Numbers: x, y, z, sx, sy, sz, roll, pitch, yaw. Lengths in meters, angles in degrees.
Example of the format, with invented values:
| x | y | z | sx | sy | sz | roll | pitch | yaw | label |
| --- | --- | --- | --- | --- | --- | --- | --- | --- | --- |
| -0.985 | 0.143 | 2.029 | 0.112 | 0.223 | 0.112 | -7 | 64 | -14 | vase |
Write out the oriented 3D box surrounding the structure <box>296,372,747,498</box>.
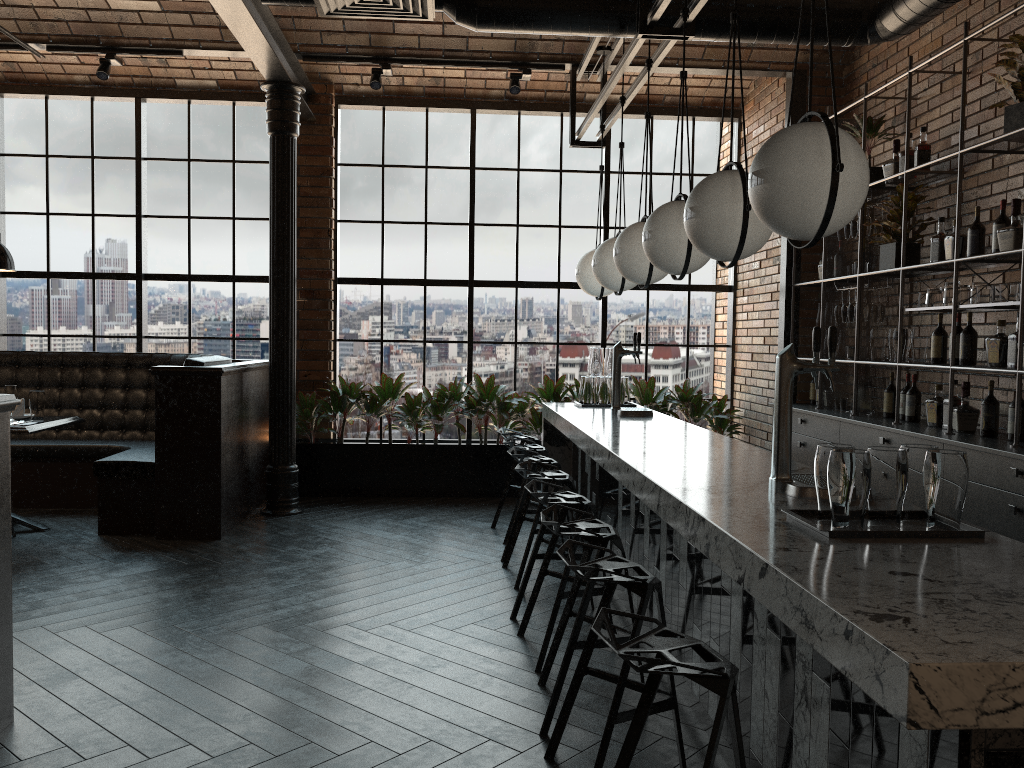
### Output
| x | y | z | sx | sy | sz | roll | pitch | yaw | label |
| --- | --- | --- | --- | --- | --- | --- | --- | --- | --- |
| 0.058 | 0.440 | 7.828 | 4.107 | 1.072 | 0.757 | 1 | 3 | -5 | structure |

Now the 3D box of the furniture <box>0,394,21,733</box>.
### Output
| x | y | z | sx | sy | sz | roll | pitch | yaw | label |
| --- | --- | --- | --- | --- | --- | --- | --- | --- | --- |
| -4.374 | 0.600 | 1.950 | 5.451 | 1.212 | 1.979 | 1 | 3 | -4 | furniture |

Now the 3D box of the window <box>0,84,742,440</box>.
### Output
| x | y | z | sx | sy | sz | roll | pitch | yaw | label |
| --- | --- | --- | --- | --- | --- | --- | --- | --- | --- |
| -5.989 | -0.992 | 7.734 | 16.179 | 3.253 | 0.168 | 1 | 3 | -4 | window |

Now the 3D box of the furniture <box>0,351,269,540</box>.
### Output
| x | y | z | sx | sy | sz | roll | pitch | yaw | label |
| --- | --- | --- | --- | --- | --- | --- | --- | --- | --- |
| -4.694 | 0.354 | 6.666 | 5.451 | 1.212 | 1.979 | 1 | 3 | -4 | furniture |

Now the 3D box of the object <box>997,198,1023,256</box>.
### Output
| x | y | z | sx | sy | sz | roll | pitch | yaw | label |
| --- | --- | --- | --- | --- | --- | --- | --- | --- | --- |
| 2.525 | -0.787 | 4.448 | 0.123 | 0.279 | 0.123 | 0 | 3 | -15 | object |

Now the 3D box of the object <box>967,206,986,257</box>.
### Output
| x | y | z | sx | sy | sz | roll | pitch | yaw | label |
| --- | --- | --- | --- | --- | --- | --- | --- | --- | --- |
| 2.527 | -0.816 | 4.824 | 0.086 | 0.298 | 0.086 | 4 | 4 | 45 | object |

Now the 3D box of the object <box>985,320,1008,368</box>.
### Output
| x | y | z | sx | sy | sz | roll | pitch | yaw | label |
| --- | --- | --- | --- | --- | --- | --- | --- | --- | --- |
| 2.522 | -0.207 | 4.579 | 0.094 | 0.248 | 0.151 | 0 | 3 | -15 | object |

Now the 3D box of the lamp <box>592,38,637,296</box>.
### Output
| x | y | z | sx | sy | sz | roll | pitch | yaw | label |
| --- | --- | --- | --- | --- | --- | --- | --- | --- | --- |
| 0.678 | -1.428 | 5.487 | 0.340 | 1.754 | 0.340 | 4 | 4 | 42 | lamp |

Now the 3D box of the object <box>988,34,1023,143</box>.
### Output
| x | y | z | sx | sy | sz | roll | pitch | yaw | label |
| --- | --- | --- | --- | --- | --- | --- | --- | --- | --- |
| 2.587 | -1.482 | 4.411 | 0.430 | 0.526 | 0.425 | 1 | 3 | -2 | object |

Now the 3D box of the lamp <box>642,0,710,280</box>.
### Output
| x | y | z | sx | sy | sz | roll | pitch | yaw | label |
| --- | --- | --- | --- | --- | --- | --- | --- | --- | --- |
| 0.778 | -1.352 | 4.027 | 0.340 | 1.754 | 0.340 | 4 | 4 | 42 | lamp |

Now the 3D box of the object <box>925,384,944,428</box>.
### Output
| x | y | z | sx | sy | sz | roll | pitch | yaw | label |
| --- | --- | --- | --- | --- | --- | --- | --- | --- | --- |
| 2.478 | 0.127 | 5.157 | 0.094 | 0.248 | 0.151 | 0 | 3 | -15 | object |

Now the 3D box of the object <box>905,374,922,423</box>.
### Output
| x | y | z | sx | sy | sz | roll | pitch | yaw | label |
| --- | --- | --- | --- | --- | --- | --- | --- | --- | --- |
| 2.467 | 0.086 | 5.446 | 0.086 | 0.298 | 0.086 | 4 | 4 | 45 | object |

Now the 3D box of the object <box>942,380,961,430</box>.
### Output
| x | y | z | sx | sy | sz | roll | pitch | yaw | label |
| --- | --- | --- | --- | --- | --- | --- | --- | --- | --- |
| 2.490 | 0.117 | 5.002 | 0.083 | 0.282 | 0.083 | 1 | 3 | -4 | object |

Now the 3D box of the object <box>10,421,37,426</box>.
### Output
| x | y | z | sx | sy | sz | roll | pitch | yaw | label |
| --- | --- | --- | --- | --- | --- | --- | --- | --- | --- |
| -3.252 | 0.257 | 5.865 | 0.157 | 0.019 | 0.255 | 1 | 3 | -3 | object |

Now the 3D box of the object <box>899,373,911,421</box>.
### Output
| x | y | z | sx | sy | sz | roll | pitch | yaw | label |
| --- | --- | --- | --- | --- | --- | --- | --- | --- | --- |
| 2.483 | 0.079 | 5.566 | 0.086 | 0.298 | 0.086 | 4 | 4 | 45 | object |

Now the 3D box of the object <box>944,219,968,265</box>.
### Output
| x | y | z | sx | sy | sz | roll | pitch | yaw | label |
| --- | --- | --- | --- | --- | --- | --- | --- | --- | --- |
| 2.501 | -0.800 | 4.995 | 0.094 | 0.248 | 0.151 | 1 | 3 | 0 | object |

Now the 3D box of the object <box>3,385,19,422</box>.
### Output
| x | y | z | sx | sy | sz | roll | pitch | yaw | label |
| --- | --- | --- | --- | --- | --- | --- | --- | --- | --- |
| -3.420 | 0.131 | 6.054 | 0.092 | 0.244 | 0.092 | -2 | 4 | -43 | object |

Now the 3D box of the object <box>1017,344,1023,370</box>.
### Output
| x | y | z | sx | sy | sz | roll | pitch | yaw | label |
| --- | --- | --- | --- | --- | --- | --- | --- | --- | --- |
| 2.529 | -0.207 | 4.286 | 0.123 | 0.279 | 0.123 | 1 | 3 | 10 | object |

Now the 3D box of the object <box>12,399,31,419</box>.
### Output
| x | y | z | sx | sy | sz | roll | pitch | yaw | label |
| --- | --- | --- | --- | --- | --- | --- | --- | --- | --- |
| -3.533 | 0.175 | 6.298 | 0.232 | 0.139 | 0.232 | 0 | 3 | -10 | object |

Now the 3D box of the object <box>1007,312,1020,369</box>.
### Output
| x | y | z | sx | sy | sz | roll | pitch | yaw | label |
| --- | --- | --- | --- | --- | --- | --- | --- | --- | --- |
| 2.534 | -0.217 | 4.425 | 0.083 | 0.282 | 0.083 | 1 | 3 | -4 | object |

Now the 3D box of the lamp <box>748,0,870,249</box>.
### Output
| x | y | z | sx | sy | sz | roll | pitch | yaw | label |
| --- | --- | --- | --- | --- | --- | --- | --- | --- | --- |
| 0.878 | -1.276 | 2.567 | 0.340 | 1.754 | 0.340 | 4 | 4 | 42 | lamp |

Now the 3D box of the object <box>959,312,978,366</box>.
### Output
| x | y | z | sx | sy | sz | roll | pitch | yaw | label |
| --- | --- | --- | --- | --- | --- | --- | --- | --- | --- |
| 2.507 | -0.248 | 4.866 | 0.086 | 0.297 | 0.086 | 4 | 4 | 45 | object |

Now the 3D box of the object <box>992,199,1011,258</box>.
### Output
| x | y | z | sx | sy | sz | roll | pitch | yaw | label |
| --- | --- | --- | --- | --- | --- | --- | --- | --- | --- |
| 2.537 | -0.805 | 4.590 | 0.086 | 0.298 | 0.086 | 4 | 4 | 45 | object |

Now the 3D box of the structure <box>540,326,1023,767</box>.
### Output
| x | y | z | sx | sy | sz | roll | pitch | yaw | label |
| --- | --- | --- | --- | --- | --- | --- | --- | --- | --- |
| 1.370 | 0.474 | 4.056 | 1.930 | 1.430 | 5.346 | 1 | 3 | -4 | structure |

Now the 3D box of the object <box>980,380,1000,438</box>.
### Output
| x | y | z | sx | sy | sz | roll | pitch | yaw | label |
| --- | --- | --- | --- | --- | --- | --- | --- | --- | --- |
| 2.491 | 0.128 | 4.619 | 0.086 | 0.297 | 0.086 | 3 | 3 | 30 | object |

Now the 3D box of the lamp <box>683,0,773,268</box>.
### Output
| x | y | z | sx | sy | sz | roll | pitch | yaw | label |
| --- | --- | --- | --- | --- | --- | --- | --- | --- | --- |
| 0.828 | -1.314 | 3.297 | 0.340 | 1.754 | 0.340 | 4 | 4 | 42 | lamp |

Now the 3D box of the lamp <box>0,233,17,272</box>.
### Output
| x | y | z | sx | sy | sz | roll | pitch | yaw | label |
| --- | --- | --- | --- | --- | --- | --- | --- | --- | --- |
| -3.507 | -1.595 | 5.960 | 0.291 | 1.653 | 0.291 | 3 | 4 | 41 | lamp |

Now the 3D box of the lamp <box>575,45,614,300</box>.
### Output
| x | y | z | sx | sy | sz | roll | pitch | yaw | label |
| --- | --- | --- | --- | --- | --- | --- | --- | --- | --- |
| 0.628 | -1.466 | 6.217 | 0.340 | 1.754 | 0.340 | 4 | 4 | 42 | lamp |

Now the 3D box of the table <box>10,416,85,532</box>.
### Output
| x | y | z | sx | sy | sz | roll | pitch | yaw | label |
| --- | --- | --- | --- | --- | --- | --- | --- | --- | --- |
| -3.552 | 0.629 | 6.084 | 0.872 | 0.758 | 0.872 | 1 | 3 | -4 | table |

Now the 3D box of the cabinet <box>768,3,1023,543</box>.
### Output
| x | y | z | sx | sy | sz | roll | pitch | yaw | label |
| --- | --- | --- | --- | --- | --- | --- | --- | --- | --- |
| 2.430 | -0.693 | 5.438 | 0.564 | 3.779 | 7.075 | 1 | 3 | -4 | cabinet |

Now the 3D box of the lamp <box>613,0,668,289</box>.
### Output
| x | y | z | sx | sy | sz | roll | pitch | yaw | label |
| --- | --- | --- | --- | --- | --- | --- | --- | --- | --- |
| 0.728 | -1.390 | 4.757 | 0.340 | 1.754 | 0.340 | 4 | 4 | 42 | lamp |

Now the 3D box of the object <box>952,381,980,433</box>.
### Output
| x | y | z | sx | sy | sz | roll | pitch | yaw | label |
| --- | --- | --- | --- | --- | --- | --- | --- | --- | --- |
| 2.485 | 0.126 | 4.863 | 0.123 | 0.279 | 0.123 | 1 | 3 | 10 | object |

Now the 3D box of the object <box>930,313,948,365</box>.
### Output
| x | y | z | sx | sy | sz | roll | pitch | yaw | label |
| --- | --- | --- | --- | --- | --- | --- | --- | --- | --- |
| 2.489 | -0.263 | 5.163 | 0.086 | 0.299 | 0.086 | 4 | 4 | 45 | object |

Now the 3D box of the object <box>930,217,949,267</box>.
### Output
| x | y | z | sx | sy | sz | roll | pitch | yaw | label |
| --- | --- | --- | --- | --- | --- | --- | --- | --- | --- |
| 2.491 | -0.826 | 5.154 | 0.083 | 0.282 | 0.083 | 0 | 3 | -19 | object |

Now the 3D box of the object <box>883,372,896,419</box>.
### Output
| x | y | z | sx | sy | sz | roll | pitch | yaw | label |
| --- | --- | --- | --- | --- | --- | --- | --- | --- | --- |
| 2.447 | 0.072 | 5.721 | 0.086 | 0.299 | 0.086 | 4 | 4 | 45 | object |

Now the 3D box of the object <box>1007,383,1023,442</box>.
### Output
| x | y | z | sx | sy | sz | roll | pitch | yaw | label |
| --- | --- | --- | --- | --- | --- | --- | --- | --- | --- |
| 2.536 | 0.138 | 4.441 | 0.086 | 0.298 | 0.086 | 4 | 4 | 45 | object |

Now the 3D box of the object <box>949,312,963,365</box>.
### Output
| x | y | z | sx | sy | sz | roll | pitch | yaw | label |
| --- | --- | --- | --- | --- | --- | --- | --- | --- | --- |
| 2.524 | -0.256 | 5.019 | 0.086 | 0.298 | 0.086 | 4 | 4 | 45 | object |
